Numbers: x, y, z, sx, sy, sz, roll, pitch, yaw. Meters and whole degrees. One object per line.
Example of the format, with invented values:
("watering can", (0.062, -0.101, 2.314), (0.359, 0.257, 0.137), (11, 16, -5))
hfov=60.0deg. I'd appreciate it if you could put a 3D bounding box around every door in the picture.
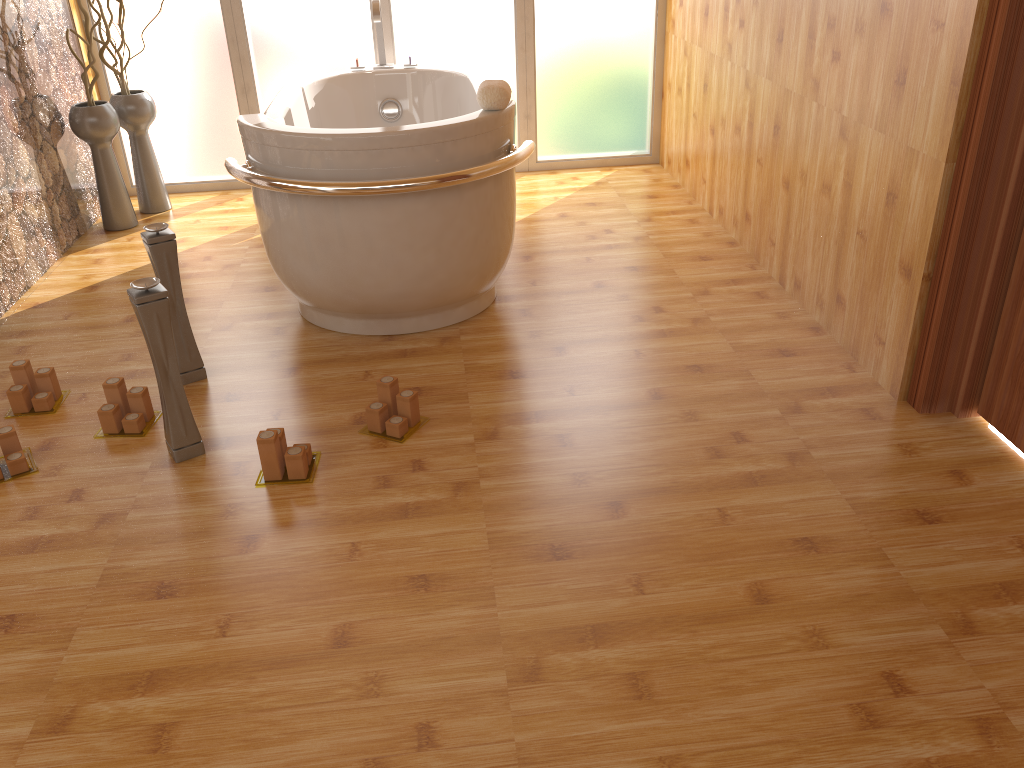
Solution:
("door", (1.225, -0.614, 1.505), (0.106, 2.001, 0.823), (-5, 29, -5))

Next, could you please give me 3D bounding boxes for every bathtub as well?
("bathtub", (-0.443, -0.908, 3.352), (0.977, 0.900, 1.946), (-3, 29, -2))

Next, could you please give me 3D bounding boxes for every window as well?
("window", (-0.974, -1.933, 4.126), (0.587, 1.900, 0.010), (-5, 29, -5))
("window", (-0.292, -1.988, 4.181), (0.587, 1.900, 0.010), (-5, 29, -5))
("window", (-1.654, -1.878, 4.072), (0.581, 1.900, 0.010), (-5, 29, -5))
("window", (0.395, -2.043, 4.236), (0.596, 1.900, 0.010), (-5, 29, -5))

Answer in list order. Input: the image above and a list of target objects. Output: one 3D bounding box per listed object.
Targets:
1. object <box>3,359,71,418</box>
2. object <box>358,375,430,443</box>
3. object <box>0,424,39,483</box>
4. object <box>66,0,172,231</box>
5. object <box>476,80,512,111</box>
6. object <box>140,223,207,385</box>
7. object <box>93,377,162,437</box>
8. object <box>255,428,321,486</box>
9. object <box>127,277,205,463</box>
("object", (-1.383, 0.001, 2.554), (0.141, 0.131, 0.141), (-5, 29, -5))
("object", (-0.321, 0.057, 2.379), (0.141, 0.131, 0.141), (12, 32, 24))
("object", (-1.309, 0.161, 2.254), (0.141, 0.131, 0.141), (-20, 33, -29))
("object", (-1.716, -1.313, 3.966), (0.284, 1.112, 0.655), (6, 29, 14))
("object", (-0.055, -0.878, 2.692), (0.105, 0.077, 0.166), (-1, 29, 3))
("object", (-0.985, -0.230, 2.589), (0.080, 0.478, 0.080), (-20, 33, -29))
("object", (-1.065, 0.055, 2.433), (0.141, 0.131, 0.141), (-1, 29, 3))
("object", (-0.565, 0.158, 2.210), (0.141, 0.131, 0.141), (-3, 29, -1))
("object", (-1.838, -0.895, 2.359), (2.276, 1.921, 0.347), (18, 34, 32))
